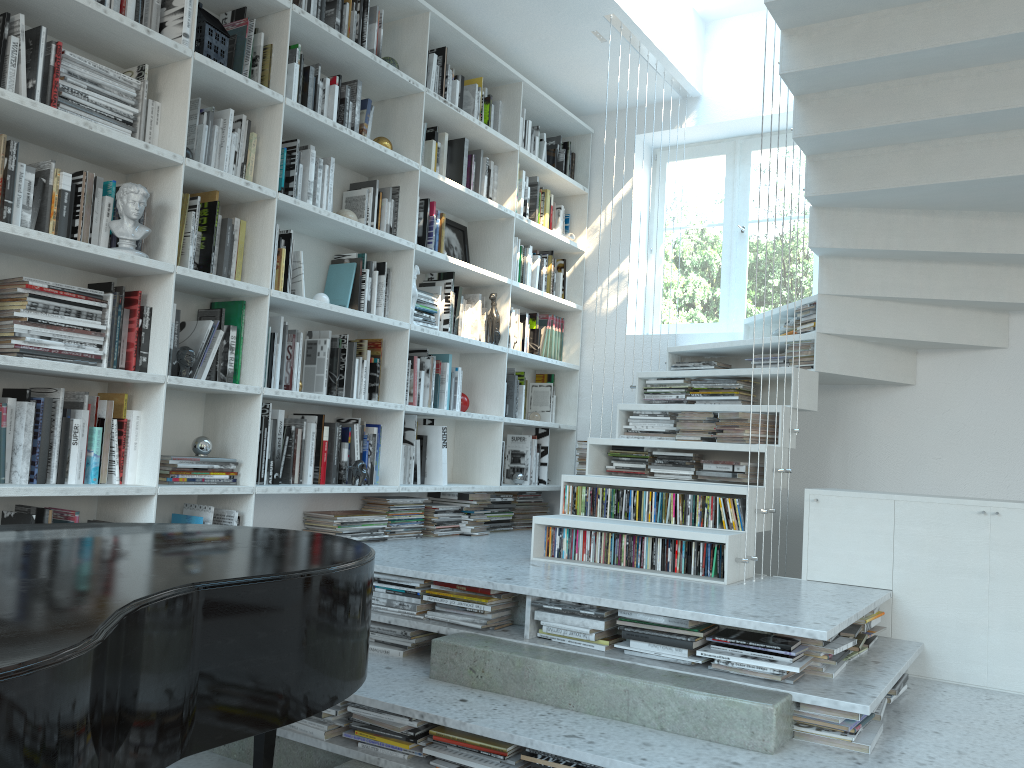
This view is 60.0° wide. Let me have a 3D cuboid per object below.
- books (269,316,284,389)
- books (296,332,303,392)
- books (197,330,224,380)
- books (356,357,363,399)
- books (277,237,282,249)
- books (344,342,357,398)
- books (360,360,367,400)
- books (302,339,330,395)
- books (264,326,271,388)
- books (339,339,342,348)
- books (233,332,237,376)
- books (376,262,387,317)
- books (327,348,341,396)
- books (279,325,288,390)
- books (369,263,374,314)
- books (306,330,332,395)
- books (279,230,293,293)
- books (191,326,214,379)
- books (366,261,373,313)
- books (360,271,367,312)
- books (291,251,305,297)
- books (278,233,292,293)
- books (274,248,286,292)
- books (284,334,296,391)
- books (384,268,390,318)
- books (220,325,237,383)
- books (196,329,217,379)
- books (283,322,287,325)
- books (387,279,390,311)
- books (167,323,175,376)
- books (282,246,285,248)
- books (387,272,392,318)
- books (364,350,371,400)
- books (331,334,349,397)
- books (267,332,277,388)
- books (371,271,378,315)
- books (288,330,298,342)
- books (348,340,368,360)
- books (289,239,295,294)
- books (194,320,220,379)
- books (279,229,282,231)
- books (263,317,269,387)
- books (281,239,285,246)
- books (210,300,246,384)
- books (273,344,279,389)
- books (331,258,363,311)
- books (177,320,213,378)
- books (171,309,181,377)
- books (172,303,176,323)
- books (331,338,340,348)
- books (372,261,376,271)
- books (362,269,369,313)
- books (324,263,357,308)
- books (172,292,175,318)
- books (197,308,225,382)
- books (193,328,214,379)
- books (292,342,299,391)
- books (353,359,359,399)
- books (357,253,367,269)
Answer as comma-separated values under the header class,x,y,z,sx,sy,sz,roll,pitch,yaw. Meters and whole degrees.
class,x,y,z,sx,sy,sz,roll,pitch,yaw
books,-0.989,-0.120,3.541,0.175,0.296,0.014,1,-5,32
books,-0.936,-0.085,3.653,0.172,0.251,0.013,1,-5,32
books,-1.165,-0.101,3.281,0.169,0.205,0.091,1,-5,32
books,-0.742,-0.023,3.952,0.175,0.195,0.015,1,-5,32
books,-0.992,-0.461,3.549,0.169,0.242,0.008,1,-5,32
books,-0.763,-0.056,3.898,0.184,0.250,0.018,1,-5,32
books,-0.730,-0.015,3.963,0.190,0.183,0.019,1,-5,32
books,-0.843,-0.068,3.810,0.130,0.251,0.019,1,-5,32
books,-1.020,-0.101,3.499,0.165,0.248,0.013,1,-5,32
books,-0.810,-0.066,3.860,0.158,0.258,0.008,1,-5,32
books,-1.109,-0.106,3.362,0.148,0.226,0.021,1,-5,32
books,-0.656,-0.417,4.059,0.183,0.273,0.012,1,-5,32
books,-0.814,-0.047,3.829,0.177,0.215,0.016,1,-5,32
books,-0.977,-0.102,3.570,0.183,0.267,0.012,1,-5,32
books,-0.696,-0.416,4.019,0.152,0.259,0.015,1,-5,32
books,-0.843,-0.086,3.833,0.131,0.289,0.016,1,-5,32
books,-0.960,-0.478,3.602,0.159,0.287,0.013,1,-5,32
books,-1.185,-0.110,3.224,0.175,0.210,0.089,1,-5,32
books,-0.704,-0.419,4.005,0.165,0.263,0.018,1,-5,32
books,-0.727,-0.397,3.964,0.188,0.209,0.006,1,-5,32
books,-0.919,-0.433,3.633,0.176,0.210,0.051,1,-5,32
books,-0.964,-0.471,3.585,0.178,0.270,0.006,1,-5,32
books,-0.978,-0.437,3.523,0.191,0.192,0.017,1,-5,32
books,-0.957,-0.083,3.615,0.176,0.238,0.015,1,-5,32
books,-0.640,-0.403,4.092,0.169,0.252,0.011,1,-5,32
books,-1.113,-0.106,3.334,0.171,0.223,0.029,1,-5,32
books,-1.181,-0.108,3.276,0.139,0.215,0.090,1,-5,32
books,-0.980,-0.109,3.596,0.159,0.285,0.006,1,-5,32
books,-0.645,-0.381,4.113,0.164,0.212,0.023,1,-5,32
books,-1.256,-0.117,3.103,0.182,0.192,0.027,1,-5,32
books,-0.975,-0.444,3.562,0.158,0.211,0.007,1,-5,32
books,-0.628,-0.397,4.123,0.158,0.245,0.010,1,-5,32
books,-0.718,-0.036,3.986,0.181,0.229,0.018,1,-5,32
books,-0.791,-0.075,3.902,0.159,0.285,0.007,1,-5,32
books,-1.006,-0.089,3.503,0.188,0.226,0.011,1,-5,32
books,-0.684,-0.397,4.025,0.178,0.224,0.012,1,-5,32
books,-0.942,-0.092,3.641,0.142,0.261,0.014,1,-5,32
books,-0.724,-0.060,3.978,0.173,0.274,0.006,1,-5,32
books,-0.956,-0.459,3.624,0.161,0.254,0.007,1,-5,32
books,-1.174,-0.122,3.268,0.149,0.238,0.094,1,-5,32
books,-0.989,-0.483,3.634,0.088,0.300,0.011,1,-4,32
books,-1.022,-0.119,3.491,0.159,0.283,0.005,1,-5,32
books,-0.978,-0.458,3.579,0.132,0.242,0.017,1,-5,32
books,-1.095,-0.153,3.378,0.182,0.324,0.014,1,-5,32
books,-1.000,-0.066,3.527,0.183,0.186,0.013,1,-5,32
books,-0.742,-0.426,3.951,0.174,0.264,0.021,1,-5,32
books,-1.190,-0.121,3.207,0.190,0.228,0.095,1,-5,32
books,-1.246,-0.140,3.166,0.141,0.248,0.035,1,-5,32
books,-1.258,-0.151,3.146,0.157,0.265,0.012,1,-5,32
books,-0.816,-0.069,3.851,0.149,0.262,0.015,1,-5,32
books,-0.686,-0.420,4.051,0.154,0.274,0.032,1,-5,32
books,-0.722,-0.401,3.972,0.187,0.219,0.013,1,-5,32
books,-0.768,-0.417,3.922,0.153,0.241,0.056,1,-5,32
books,-1.255,-0.173,3.132,0.141,0.306,0.013,1,-5,32
books,-1.139,-0.140,3.329,0.138,0.285,0.013,1,-5,32
books,-1.185,-0.108,3.255,0.143,0.212,0.090,1,-5,32
books,-0.947,-0.066,3.625,0.180,0.207,0.014,1,-5,32
books,-0.755,-0.021,3.911,0.182,0.182,0.018,1,-5,32
books,-0.727,-0.437,3.994,0.154,0.295,0.013,1,-5,32
